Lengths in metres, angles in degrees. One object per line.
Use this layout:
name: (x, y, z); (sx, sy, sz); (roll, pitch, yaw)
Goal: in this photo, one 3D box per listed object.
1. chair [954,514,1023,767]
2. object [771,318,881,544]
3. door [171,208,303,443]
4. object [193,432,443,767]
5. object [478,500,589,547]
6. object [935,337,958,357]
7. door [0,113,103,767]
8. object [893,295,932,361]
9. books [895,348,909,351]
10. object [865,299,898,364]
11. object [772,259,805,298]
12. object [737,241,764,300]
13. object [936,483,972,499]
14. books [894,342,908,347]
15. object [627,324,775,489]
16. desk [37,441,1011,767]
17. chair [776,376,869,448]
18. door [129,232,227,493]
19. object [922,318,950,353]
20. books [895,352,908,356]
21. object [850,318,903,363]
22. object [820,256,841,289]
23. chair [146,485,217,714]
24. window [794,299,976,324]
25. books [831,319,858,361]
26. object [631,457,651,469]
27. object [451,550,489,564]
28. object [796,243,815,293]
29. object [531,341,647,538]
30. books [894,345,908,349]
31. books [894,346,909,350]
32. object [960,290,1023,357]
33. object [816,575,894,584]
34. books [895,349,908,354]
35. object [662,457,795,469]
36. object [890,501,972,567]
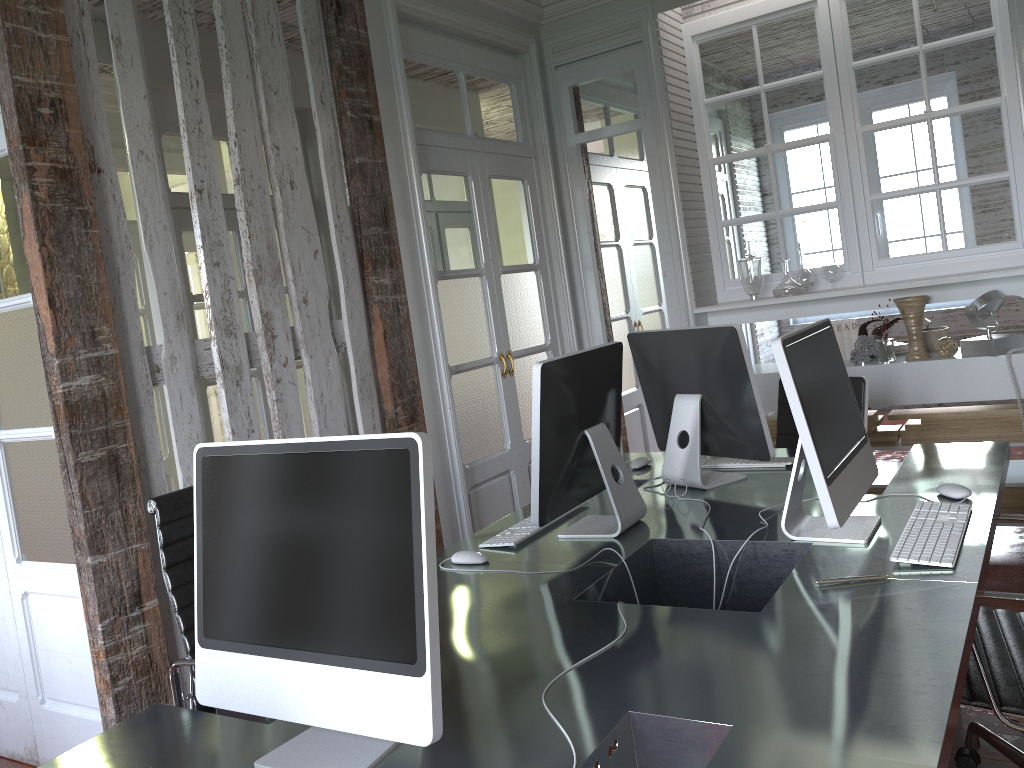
chair: (1.127, 0.531, 1.929); (0.697, 1.020, 0.669); (-6, 4, 28)
object: (0.724, 0.105, 2.083); (0.189, 0.484, 0.486); (-6, 4, 32)
door: (-1.345, 0.061, 4.914); (0.040, 2.081, 1.082); (-7, 3, 32)
object: (-0.293, 0.322, 1.357); (0.482, 0.484, 0.190); (-6, 4, 32)
object: (0.071, 0.394, 2.527); (0.118, 0.017, 0.441); (-5, 6, 32)
object: (1.918, -0.165, 3.909); (0.092, 0.087, 0.093); (-10, 4, -21)
door: (-1.786, 0.254, 3.048); (1.054, 2.174, 0.041); (-6, 3, 32)
object: (1.801, -0.250, 3.965); (0.144, 0.278, 0.143); (-11, 4, -44)
books: (1.816, -0.167, 4.319); (0.168, 0.007, 0.190); (-8, 5, -3)
object: (1.681, -0.238, 3.982); (0.128, 0.287, 0.129); (-8, 3, -1)
object: (1.315, -0.494, 4.233); (0.148, 0.200, 0.148); (-7, 4, 15)
object: (1.189, -0.551, 4.400); (0.129, 0.315, 0.129); (-10, 3, -33)
object: (1.107, 0.266, 2.226); (0.059, 0.028, 0.106); (-9, 5, -6)
books: (1.814, -0.187, 4.319); (0.168, 0.007, 0.190); (-8, 5, 4)
object: (0.559, 0.065, 2.748); (0.190, 0.484, 0.483); (-10, 4, -32)
desk: (0.375, 0.775, 2.013); (1.297, 0.726, 2.522); (-5, 6, 32)
chair: (1.013, 0.470, 3.293); (0.604, 0.917, 0.474); (-10, 3, -28)
door: (-2.069, 0.123, 5.357); (0.040, 2.081, 1.082); (-7, 3, 32)
object: (1.968, -0.228, 4.160); (0.159, 0.152, 0.217); (-7, 5, 18)
books: (1.819, -0.150, 4.308); (0.181, 0.011, 0.247); (-8, 5, -3)
object: (1.708, -0.206, 4.171); (0.385, 0.179, 0.158); (-11, 5, -32)
object: (1.544, -0.525, 4.283); (0.094, 0.187, 0.094); (-8, 3, 7)
chair: (-0.478, 0.736, 2.192); (0.697, 1.020, 0.669); (-7, 4, 27)
window: (3.063, -1.487, 7.538); (1.535, 1.934, 0.128); (-6, 3, 32)
books: (1.601, -0.214, 4.345); (0.150, 0.193, 0.143); (-8, 3, -2)
object: (0.450, 0.275, 3.113); (0.059, 0.028, 0.107); (-5, 6, 31)
object: (-0.107, 0.439, 2.253); (0.106, 0.028, 0.059); (-5, 6, 31)
object: (1.418, -0.552, 4.304); (0.087, 0.271, 0.088); (-7, 3, 27)
object: (0.211, 0.150, 2.377); (0.189, 0.484, 0.486); (-6, 4, 32)
books: (1.815, -0.180, 4.319); (0.168, 0.007, 0.190); (-8, 5, -3)
books: (1.815, -0.173, 4.319); (0.168, 0.007, 0.190); (-8, 5, -3)
object: (2.051, -0.266, 3.813); (0.188, 0.272, 0.166); (-10, 3, -23)
object: (0.675, 0.384, 1.744); (0.149, 0.011, 0.011); (-7, 4, 8)
books: (1.817, -0.159, 4.308); (0.181, 0.007, 0.247); (-8, 5, -3)
object: (0.723, 0.259, 2.933); (0.438, 0.017, 0.119); (-5, 6, 32)
object: (0.931, 0.324, 1.952); (0.118, 0.017, 0.441); (-5, 6, 32)
